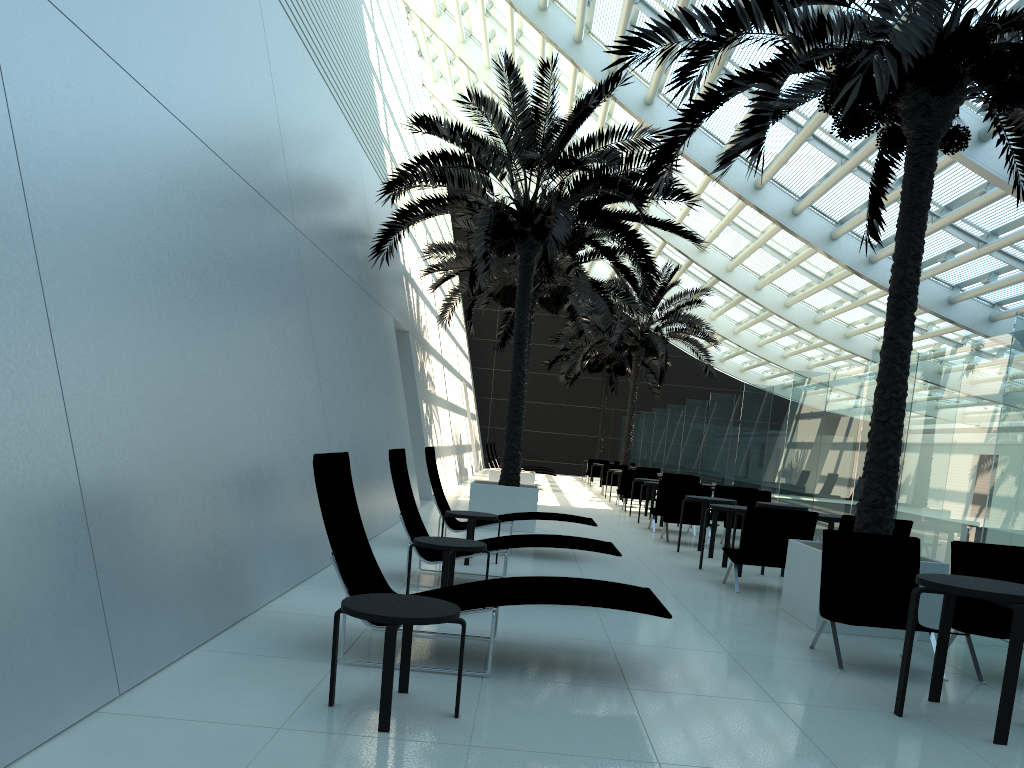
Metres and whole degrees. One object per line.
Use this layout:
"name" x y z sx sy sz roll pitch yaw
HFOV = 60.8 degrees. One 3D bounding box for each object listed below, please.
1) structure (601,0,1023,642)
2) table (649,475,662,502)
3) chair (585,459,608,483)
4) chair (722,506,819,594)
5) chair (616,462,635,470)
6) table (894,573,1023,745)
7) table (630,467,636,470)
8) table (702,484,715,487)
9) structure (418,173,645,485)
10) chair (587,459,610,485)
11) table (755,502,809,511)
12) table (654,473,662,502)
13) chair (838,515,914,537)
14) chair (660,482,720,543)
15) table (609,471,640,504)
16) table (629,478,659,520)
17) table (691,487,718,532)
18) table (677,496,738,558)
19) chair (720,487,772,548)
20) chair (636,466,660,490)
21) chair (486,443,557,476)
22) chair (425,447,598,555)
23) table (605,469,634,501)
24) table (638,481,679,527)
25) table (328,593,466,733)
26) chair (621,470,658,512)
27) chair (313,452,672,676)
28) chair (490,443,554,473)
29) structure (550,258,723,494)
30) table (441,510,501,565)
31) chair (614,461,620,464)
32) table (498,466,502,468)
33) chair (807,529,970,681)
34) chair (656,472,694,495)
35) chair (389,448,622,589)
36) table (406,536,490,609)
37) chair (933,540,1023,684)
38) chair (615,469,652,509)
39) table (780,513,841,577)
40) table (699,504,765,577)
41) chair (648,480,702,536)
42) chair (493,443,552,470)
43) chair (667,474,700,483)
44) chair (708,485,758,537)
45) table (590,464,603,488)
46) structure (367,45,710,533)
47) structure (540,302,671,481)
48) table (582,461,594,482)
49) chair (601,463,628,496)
"structure" 3.299 -1.429 7.085 4.792 7.087 4.426 6 4 19
"table" 3.807 2.667 21.695 0.671 0.788 0.682 7 3 44
"chair" 3.064 3.187 31.794 0.716 0.896 0.881 5 2 1
"chair" 2.642 1.706 9.082 0.716 0.896 0.881 5 2 1
"chair" 3.947 3.156 30.089 0.716 0.896 0.881 5 2 1
"table" 2.537 1.480 4.786 0.682 0.788 0.671 3 3 -42
"table" 3.948 3.131 28.793 0.672 0.788 0.681 7 3 39
"table" 3.739 2.396 17.518 0.672 0.788 0.681 7 3 39
"structure" 0.160 -0.897 18.838 4.241 6.959 4.636 8 5 34
"chair" 3.018 3.075 30.097 0.716 0.896 0.881 5 2 1
"table" 3.634 2.028 11.875 0.672 0.788 0.681 7 3 39
"table" 3.843 2.761 23.126 0.672 0.788 0.681 7 3 39
"chair" 3.571 1.788 9.075 0.716 0.896 0.881 5 2 1
"chair" 2.704 1.971 13.166 0.716 0.896 0.881 5 2 1
"table" 2.841 2.582 21.702 0.671 0.788 0.682 7 3 44
"table" 2.773 2.311 17.525 0.672 0.788 0.681 7 3 39
"table" 3.702 2.299 16.052 0.671 0.788 0.682 7 3 44
"table" 2.668 1.943 11.882 0.672 0.788 0.681 7 3 39
"chair" 3.633 2.053 13.159 0.716 0.896 0.881 5 2 1
"chair" 3.841 2.785 24.398 0.716 0.896 0.881 5 2 1
"chair" 0.249 2.337 24.576 2.036 1.169 0.914 5 3 1
"chair" -0.014 1.411 10.381 2.036 1.169 0.914 5 3 1
"table" 2.877 2.676 23.133 0.672 0.788 0.681 7 3 39
"table" 2.737 2.214 16.059 0.671 0.788 0.682 7 3 44
"table" -0.541 1.294 4.115 0.547 0.522 0.556 6 2 44
"chair" 2.809 2.340 18.822 0.716 0.896 0.881 5 2 1
"chair" -0.110 1.076 5.236 2.036 1.169 0.914 5 3 1
"chair" 0.297 2.505 27.149 2.036 1.169 0.914 5 3 1
"structure" 3.649 -0.181 26.230 4.830 7.087 4.390 5 4 -6
"table" -0.445 1.630 9.259 0.547 0.522 0.556 6 2 44
"chair" 3.993 3.268 31.787 0.716 0.896 0.881 5 2 1
"table" -0.134 2.723 26.027 0.547 0.522 0.556 6 2 44
"chair" 2.570 1.501 5.956 0.716 0.896 0.881 5 2 1
"chair" 3.783 2.533 20.512 0.716 0.896 0.881 5 2 1
"chair" -0.062 1.244 7.809 2.036 1.169 0.914 5 3 1
"table" -0.493 1.462 6.687 0.547 0.522 0.556 6 2 44
"chair" 3.499 1.583 5.949 0.716 0.896 0.881 5 2 1
"chair" 2.855 2.451 20.519 0.716 0.896 0.881 5 2 1
"table" 3.595 1.922 10.258 0.671 0.788 0.682 7 3 44
"table" 2.629 1.836 10.265 0.671 0.788 0.682 7 3 44
"chair" 2.750 2.084 14.876 0.716 0.896 0.881 5 2 1
"chair" 0.346 2.678 29.801 2.036 1.169 0.914 5 3 1
"chair" 3.737 2.421 18.815 0.716 0.896 0.881 5 2 1
"chair" 3.679 2.165 14.869 0.716 0.896 0.881 5 2 1
"table" 2.982 3.046 28.801 0.672 0.788 0.681 7 3 39
"structure" 0.251 -1.240 12.839 4.660 6.899 4.217 4 4 -20
"structure" 3.826 0.352 34.374 4.474 7.085 4.741 4 4 -20
"table" 3.050 3.317 32.978 0.682 0.788 0.671 3 3 -42
"chair" 2.912 2.704 24.405 0.716 0.896 0.881 5 2 1
